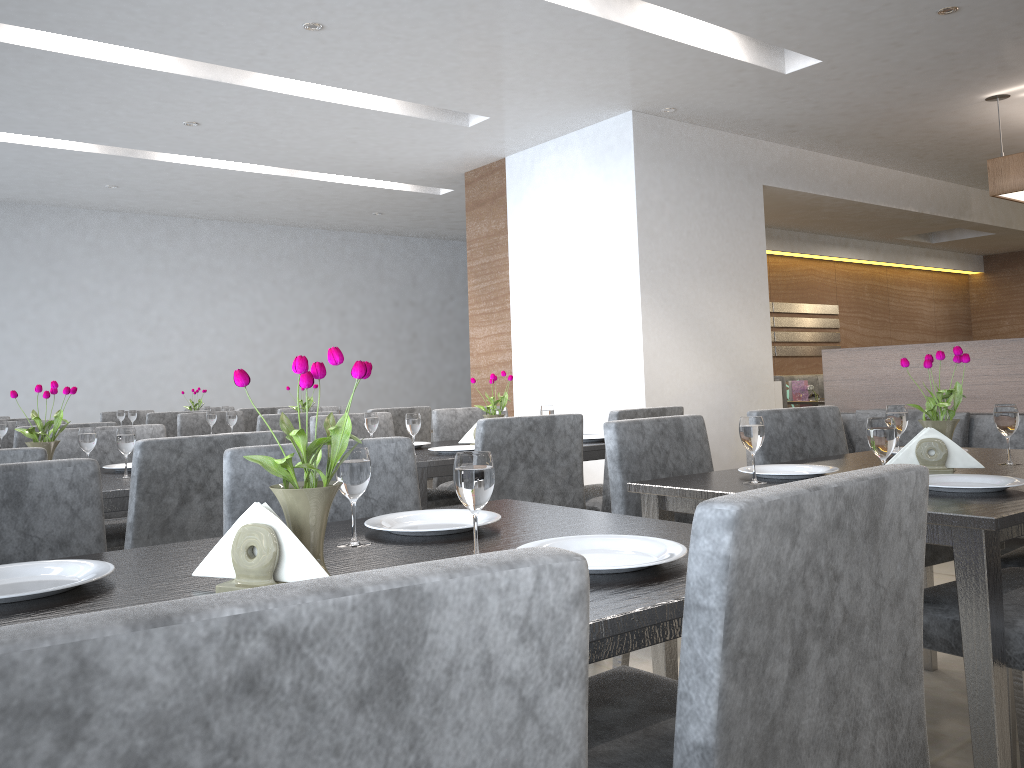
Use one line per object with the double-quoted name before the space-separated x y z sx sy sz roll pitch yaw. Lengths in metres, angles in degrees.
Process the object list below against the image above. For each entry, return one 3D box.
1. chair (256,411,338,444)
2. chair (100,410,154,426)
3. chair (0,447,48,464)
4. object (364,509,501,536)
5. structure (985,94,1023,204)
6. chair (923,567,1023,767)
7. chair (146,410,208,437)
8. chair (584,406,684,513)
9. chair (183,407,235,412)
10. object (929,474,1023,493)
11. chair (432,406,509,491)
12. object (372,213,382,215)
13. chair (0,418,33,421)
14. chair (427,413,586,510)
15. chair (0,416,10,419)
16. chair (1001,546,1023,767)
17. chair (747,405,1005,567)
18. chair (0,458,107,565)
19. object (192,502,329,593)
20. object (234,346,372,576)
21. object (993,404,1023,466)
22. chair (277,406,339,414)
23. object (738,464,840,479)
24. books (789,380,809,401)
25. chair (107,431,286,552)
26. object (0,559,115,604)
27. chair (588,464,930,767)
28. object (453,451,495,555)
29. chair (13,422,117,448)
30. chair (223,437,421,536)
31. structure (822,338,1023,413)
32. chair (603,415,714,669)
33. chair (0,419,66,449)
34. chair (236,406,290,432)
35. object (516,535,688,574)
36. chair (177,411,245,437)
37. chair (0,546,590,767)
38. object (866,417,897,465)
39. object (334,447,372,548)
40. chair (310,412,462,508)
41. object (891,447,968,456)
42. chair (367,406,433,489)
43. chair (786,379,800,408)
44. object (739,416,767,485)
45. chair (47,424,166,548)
"chair" -1.085 0.518 4.212 0.477 0.766 0.490 0 -4 -32
"chair" -2.610 0.570 6.187 0.476 0.766 0.490 1 -4 -42
"chair" -1.253 0.524 1.938 0.477 0.766 0.490 0 -4 -32
"object" -0.125 0.222 1.406 0.217 0.015 0.216 -2 0 -37
"structure" 4.590 -1.506 5.163 2.446 0.621 2.433 -2 0 -37
"chair" 0.980 0.448 1.522 0.477 0.766 0.490 0 -4 -32
"chair" -2.165 0.555 5.620 0.477 0.766 0.490 0 -4 -32
"chair" 0.336 0.470 3.226 0.476 0.766 0.490 1 -4 -42
"chair" -2.172 0.556 6.511 0.477 0.766 0.490 0 -4 -32
"object" 0.850 0.189 1.667 0.217 0.015 0.216 -2 0 -37
"chair" -0.055 0.483 3.752 0.477 0.766 0.490 0 -4 -32
"object" -1.271 -1.601 8.313 0.089 0.007 0.088 -2 0 8
"chair" -2.987 0.583 5.063 0.476 0.766 0.490 1 -4 -42
"chair" -0.047 0.483 2.860 0.477 0.766 0.490 0 -4 -32
"chair" -3.378 0.596 5.589 0.477 0.766 0.490 0 -4 -32
"chair" 1.363 0.435 1.887 0.476 0.766 0.490 1 -4 -42
"chair" 0.972 0.448 2.413 0.477 0.766 0.490 0 -4 -32
"chair" -0.671 0.504 1.167 0.476 0.766 0.490 1 -4 -42
"object" -0.287 0.185 1.014 0.203 0.100 0.070 -2 -3 22
"object" -0.242 0.095 1.064 0.154 0.278 0.103 1 -5 -40
"object" 1.149 0.116 2.051 0.053 0.140 0.053 -3 -4 10
"chair" -1.092 0.519 5.104 0.477 0.766 0.490 0 -4 -32
"object" 0.616 0.197 1.972 0.217 0.015 0.216 -2 0 -37
"books" 2.204 0.056 6.905 0.143 0.165 0.157 -1 -2 -17
"chair" -0.869 0.511 2.304 0.476 0.766 0.490 1 -4 -42
"object" -0.590 0.238 1.050 0.217 0.015 0.216 -2 0 -37
"chair" 0.158 0.475 0.965 0.476 0.766 0.490 1 -4 -42
"object" -0.047 0.157 1.124 0.053 0.140 0.053 -3 -4 10
"chair" -1.907 0.546 3.656 0.476 0.766 0.490 1 -4 -42
"chair" -0.233 0.489 1.491 0.477 0.766 0.490 0 -4 -32
"structure" 3.172 0.249 4.030 0.224 1.012 3.760 1 -2 -37
"chair" 0.534 0.463 2.089 0.476 0.766 0.490 1 -4 -42
"chair" -2.298 0.559 4.182 0.477 0.766 0.490 0 -4 -32
"chair" -1.781 0.542 5.985 0.476 0.766 0.490 1 -4 -42
"object" 0.109 0.214 1.101 0.217 0.015 0.216 -2 0 -37
"chair" -1.530 0.533 4.779 0.476 0.766 0.490 1 -4 -42
"chair" -0.226 0.488 0.600 0.477 0.766 0.490 0 -4 -32
"object" 0.684 0.132 1.630 0.053 0.140 0.053 -3 -4 10
"object" -0.231 0.163 1.285 0.053 0.140 0.053 -2 -4 5
"chair" -0.493 0.498 3.427 0.476 0.766 0.490 1 -4 -42
"object" 1.081 0.181 2.328 0.217 0.015 0.216 -2 0 -37
"chair" -0.701 0.505 4.578 0.476 0.766 0.490 1 -4 -42
"chair" 2.493 0.150 7.845 0.426 0.397 0.218 0 -4 -37
"object" 0.507 0.138 1.861 0.053 0.140 0.053 -3 -4 10
"chair" -1.260 0.524 2.830 0.477 0.766 0.490 0 -4 -32
